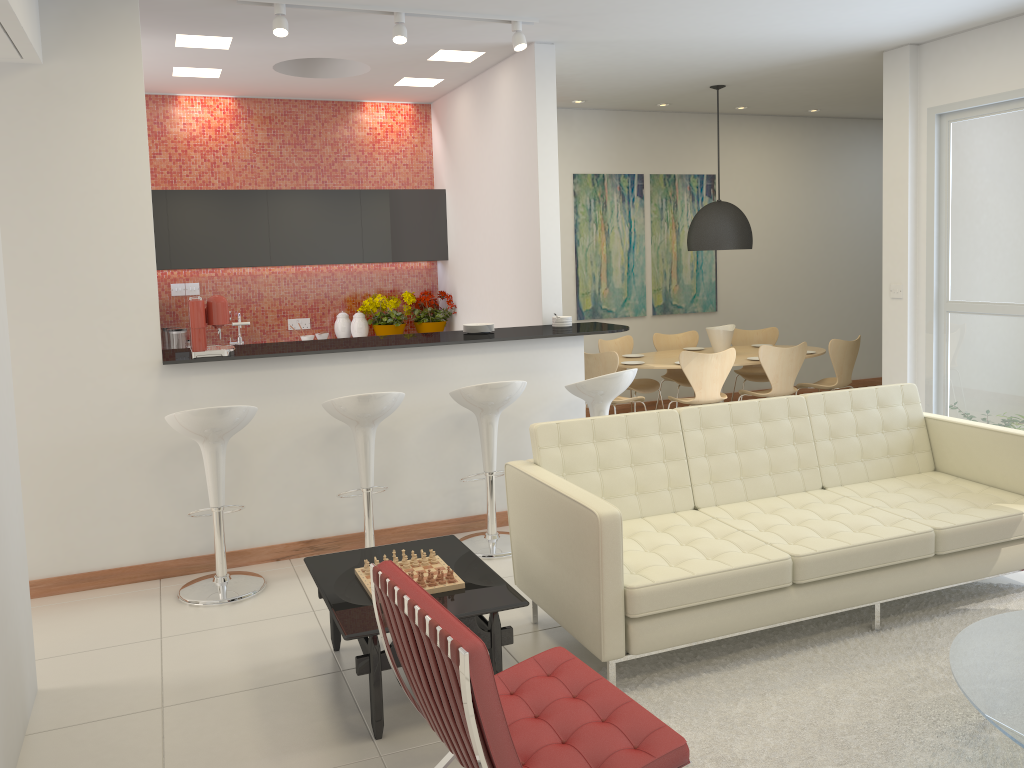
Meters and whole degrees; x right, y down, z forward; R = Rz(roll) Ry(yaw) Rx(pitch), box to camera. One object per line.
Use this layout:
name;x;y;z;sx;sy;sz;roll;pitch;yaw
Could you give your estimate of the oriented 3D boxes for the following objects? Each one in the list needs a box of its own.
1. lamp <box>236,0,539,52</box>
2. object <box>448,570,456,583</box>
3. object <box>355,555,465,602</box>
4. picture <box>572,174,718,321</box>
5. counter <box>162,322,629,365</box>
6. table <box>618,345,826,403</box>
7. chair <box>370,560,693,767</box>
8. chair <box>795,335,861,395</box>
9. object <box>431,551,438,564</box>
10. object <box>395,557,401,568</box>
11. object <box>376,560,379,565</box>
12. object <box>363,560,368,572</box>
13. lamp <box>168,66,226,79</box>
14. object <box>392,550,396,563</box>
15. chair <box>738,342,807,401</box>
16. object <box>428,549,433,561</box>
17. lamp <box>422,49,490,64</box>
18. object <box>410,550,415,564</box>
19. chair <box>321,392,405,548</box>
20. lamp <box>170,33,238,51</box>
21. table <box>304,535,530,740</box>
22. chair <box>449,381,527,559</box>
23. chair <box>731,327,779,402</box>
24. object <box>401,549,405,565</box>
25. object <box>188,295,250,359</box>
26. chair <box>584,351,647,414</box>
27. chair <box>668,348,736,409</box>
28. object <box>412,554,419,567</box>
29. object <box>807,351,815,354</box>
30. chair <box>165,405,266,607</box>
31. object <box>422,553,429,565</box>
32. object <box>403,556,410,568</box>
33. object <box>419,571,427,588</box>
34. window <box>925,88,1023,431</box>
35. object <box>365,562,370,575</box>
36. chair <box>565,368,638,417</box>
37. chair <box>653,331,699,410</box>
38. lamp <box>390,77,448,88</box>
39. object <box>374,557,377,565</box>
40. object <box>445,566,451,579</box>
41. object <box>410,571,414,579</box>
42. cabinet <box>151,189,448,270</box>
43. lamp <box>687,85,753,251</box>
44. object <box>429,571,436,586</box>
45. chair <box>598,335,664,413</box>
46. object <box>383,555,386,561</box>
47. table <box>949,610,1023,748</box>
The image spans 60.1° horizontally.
lamp;-0.684;-2.132;5.277;1.824;0.198;0.113;-5;7;-22
object;-0.237;0.758;3.491;0.030;0.044;0.030;-3;6;-14
object;-0.418;0.783;3.571;0.361;0.021;0.362;-5;9;-21
picture;1.446;-1.478;9.440;1.741;1.499;0.020;-5;6;-22
counter;-0.624;-0.279;5.604;2.968;0.019;0.739;-5;9;-22
table;1.953;0.090;8.339;2.265;0.725;1.286;-5;8;-21
chair;0.014;0.946;2.519;0.708;0.812;0.703;-5;7;-27
chair;2.880;0.011;8.073;0.523;0.902;0.517;-6;7;-38
object;-0.327;0.725;3.712;0.030;0.049;0.030;-3;6;-14
object;-0.475;0.739;3.653;0.030;0.049;0.030;-3;6;-14
object;-0.549;0.746;3.624;0.030;0.049;0.030;-3;6;-14
object;-0.601;0.747;3.646;0.030;0.044;0.030;-3;6;-14
lamp;-2.426;-2.413;6.813;0.409;0.034;0.410;-5;9;-21
object;-0.490;0.724;3.689;0.030;0.069;0.030;-3;6;-14
chair;2.260;0.081;7.733;0.522;0.902;0.518;-4;6;-22
object;-0.342;0.723;3.750;0.030;0.044;0.030;-3;6;-14
lamp;-0.415;-2.440;6.545;0.409;0.034;0.410;-5;9;-21
object;-0.416;0.725;3.720;0.030;0.054;0.030;-3;6;-14
chair;-0.805;0.526;4.924;0.457;1.016;0.467;-3;6;-11
lamp;-2.054;-2.292;5.891;0.409;0.034;0.410;-5;9;-21
table;-0.419;0.998;3.624;0.702;0.420;0.921;-5;8;-21
chair;-0.127;0.465;5.194;0.457;1.016;0.467;-3;6;-11
chair;2.483;-0.103;8.954;0.521;0.902;0.519;-2;6;3
object;-0.453;0.724;3.704;0.030;0.064;0.030;-3;6;-14
object;-1.652;-0.336;4.997;0.321;0.335;0.322;-4;7;-21
chair;0.873;0.134;7.678;0.517;0.902;0.522;-6;7;-37
chair;1.585;0.137;7.494;0.522;0.902;0.518;-3;6;-14
object;-0.401;0.732;3.683;0.030;0.049;0.030;-3;6;-14
object;2.711;-0.291;8.220;0.210;0.015;0.211;3;10;33
chair;-1.541;0.592;4.631;0.457;1.016;0.467;-3;6;-11
object;-0.364;0.729;3.698;0.030;0.049;0.030;-3;6;-14
object;-0.438;0.736;3.668;0.030;0.049;0.030;-3;6;-14
object;-0.349;0.758;3.445;0.030;0.064;0.030;-3;6;-14
window;3.831;-0.507;5.141;0.121;2.699;3.449;-4;7;-21
object;-0.586;0.749;3.609;0.030;0.049;0.030;-3;6;-14
chair;0.552;0.403;5.468;0.458;1.016;0.466;-6;7;-36
chair;1.711;-0.052;8.777;0.522;0.902;0.518;-4;6;-17
lamp;-0.787;-2.561;7.467;0.409;0.034;0.410;-5;9;-21
object;-0.564;0.739;3.661;0.030;0.052;0.030;-5;7;-29
object;-0.252;0.750;3.527;0.030;0.049;0.030;-3;6;-14
object;-0.386;0.758;3.430;0.030;0.069;0.030;-3;6;-14
cabinet;-2.165;-1.368;7.805;3.247;0.656;0.353;-5;6;-22
lamp;1.905;-1.983;8.157;0.595;1.486;0.597;-4;6;-20
object;-0.311;0.759;3.461;0.030;0.054;0.030;-3;6;-14
chair;1.132;0.014;8.447;0.523;0.902;0.517;-7;8;-42
object;-0.527;0.735;3.675;0.030;0.054;0.030;-3;6;-14
table;1.992;1.102;2.406;1.322;0.402;1.545;-5;9;-23
